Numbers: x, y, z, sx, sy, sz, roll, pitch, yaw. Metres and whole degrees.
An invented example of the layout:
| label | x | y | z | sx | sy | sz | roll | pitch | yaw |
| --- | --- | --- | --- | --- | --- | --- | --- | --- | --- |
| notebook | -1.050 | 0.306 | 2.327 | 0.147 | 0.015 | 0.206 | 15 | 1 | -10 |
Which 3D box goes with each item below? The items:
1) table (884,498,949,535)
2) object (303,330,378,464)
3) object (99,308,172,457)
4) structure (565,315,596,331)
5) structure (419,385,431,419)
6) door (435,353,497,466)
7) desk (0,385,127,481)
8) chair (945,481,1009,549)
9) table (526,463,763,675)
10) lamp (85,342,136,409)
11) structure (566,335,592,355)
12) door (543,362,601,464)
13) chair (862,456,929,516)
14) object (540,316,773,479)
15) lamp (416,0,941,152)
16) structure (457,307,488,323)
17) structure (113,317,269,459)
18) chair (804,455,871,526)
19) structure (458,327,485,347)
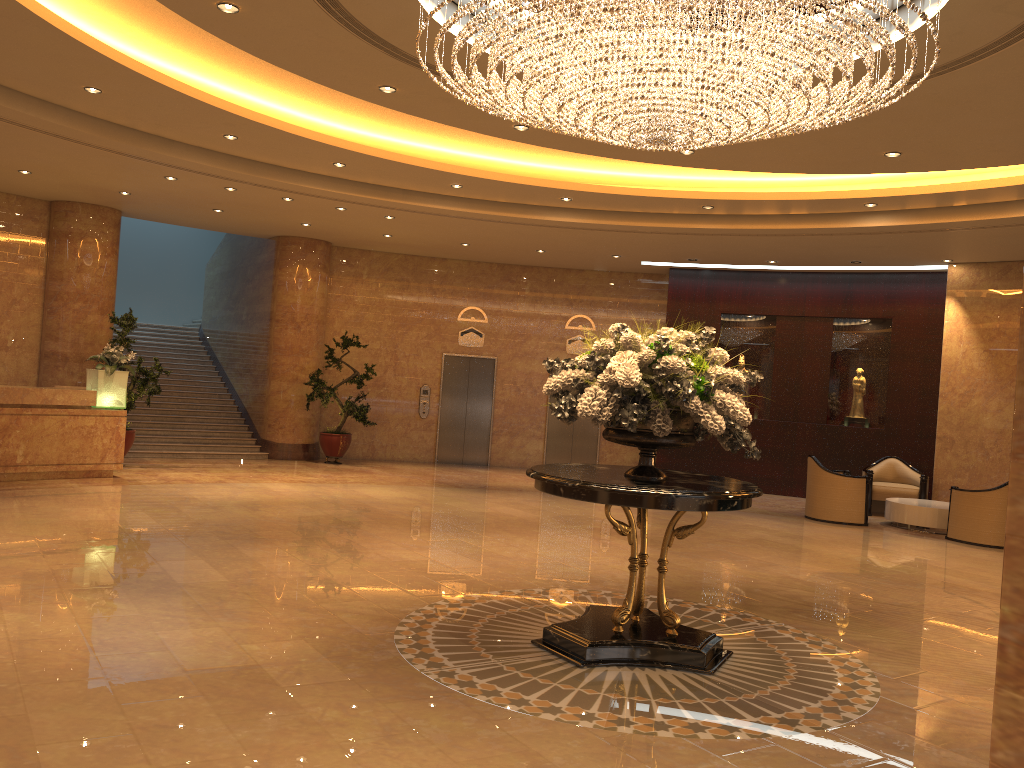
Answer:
| label | x | y | z | sx | sy | sz | roll | pitch | yaw |
| --- | --- | --- | --- | --- | --- | --- | --- | --- | --- |
| table | 5.954 | 1.882 | 12.620 | 1.196 | 0.354 | 1.196 | 4 | 0 | -6 |
| object | -3.035 | 0.239 | 15.691 | 1.250 | 2.363 | 0.843 | 4 | 0 | -11 |
| object | -5.820 | 0.037 | 13.359 | 1.250 | 2.363 | 0.843 | 4 | 0 | 38 |
| structure | 1.349 | -1.214 | 17.398 | 0.600 | 0.293 | 0.010 | 4 | 0 | 3 |
| structure | -1.688 | 0.341 | 17.135 | 0.200 | 0.661 | 0.053 | 4 | 0 | -12 |
| door | -0.900 | 0.504 | 17.339 | 1.070 | 2.145 | 0.150 | 4 | 0 | -8 |
| desk | -7.067 | 0.542 | 6.310 | 3.466 | 1.155 | 12.951 | 4 | 0 | 1 |
| chair | 6.261 | 1.621 | 11.477 | 0.951 | 0.916 | 0.769 | 4 | 0 | -18 |
| table | 0.796 | 1.131 | 5.673 | 1.493 | 1.089 | 1.493 | 4 | 0 | -40 |
| lamp | -5.399 | -0.132 | 11.974 | 0.532 | 0.897 | 0.606 | 4 | 0 | 36 |
| structure | 1.318 | -0.768 | 17.398 | 0.504 | 0.405 | 0.012 | 4 | 0 | 3 |
| door | 1.217 | 0.657 | 17.447 | 1.070 | 2.149 | 0.150 | 4 | 0 | 3 |
| chair | 5.959 | 1.604 | 13.858 | 0.951 | 0.916 | 0.769 | 4 | 0 | 17 |
| object | 0.855 | 0.090 | 5.641 | 1.318 | 0.999 | 1.277 | 4 | 0 | -2 |
| lamp | 0.997 | -2.152 | 5.724 | 3.204 | 1.196 | 3.206 | 4 | 0 | 4 |
| structure | -0.759 | -1.364 | 17.300 | 0.600 | 0.293 | 0.010 | 4 | 0 | -8 |
| structure | -7.072 | -1.650 | 17.868 | 9.849 | 5.560 | 7.472 | 4 | 0 | -33 |
| chair | 4.653 | 1.509 | 12.814 | 0.769 | 0.916 | 0.951 | 4 | 0 | 2 |
| structure | -0.791 | -0.919 | 17.301 | 0.504 | 0.405 | 0.012 | 4 | 0 | -8 |
